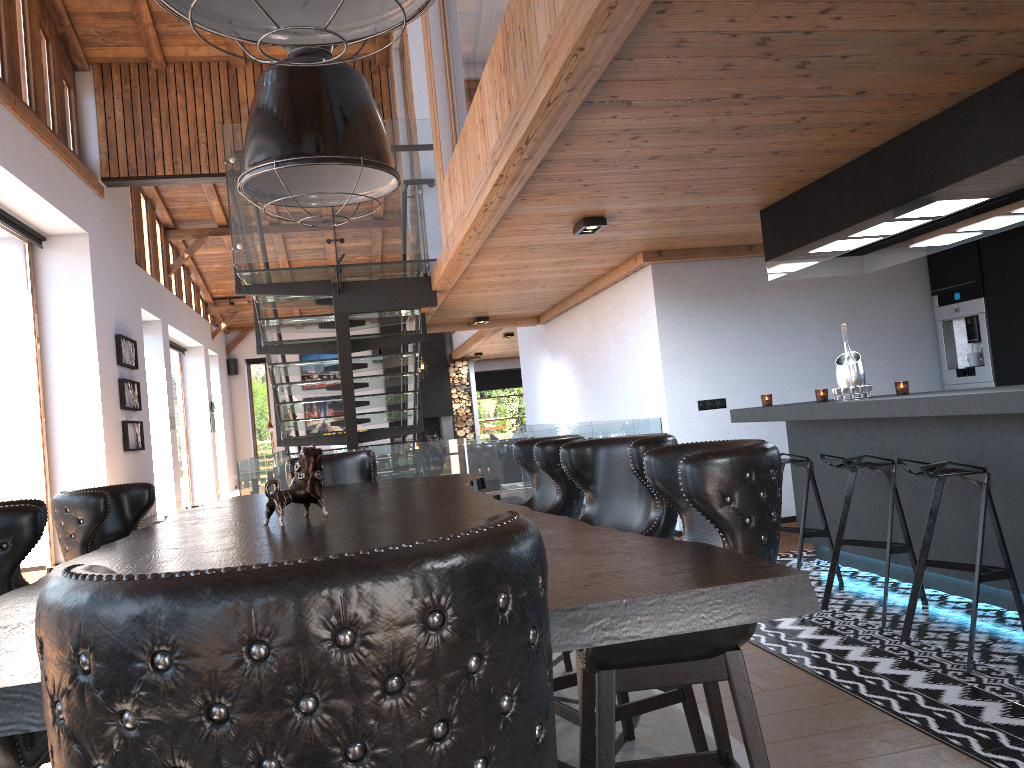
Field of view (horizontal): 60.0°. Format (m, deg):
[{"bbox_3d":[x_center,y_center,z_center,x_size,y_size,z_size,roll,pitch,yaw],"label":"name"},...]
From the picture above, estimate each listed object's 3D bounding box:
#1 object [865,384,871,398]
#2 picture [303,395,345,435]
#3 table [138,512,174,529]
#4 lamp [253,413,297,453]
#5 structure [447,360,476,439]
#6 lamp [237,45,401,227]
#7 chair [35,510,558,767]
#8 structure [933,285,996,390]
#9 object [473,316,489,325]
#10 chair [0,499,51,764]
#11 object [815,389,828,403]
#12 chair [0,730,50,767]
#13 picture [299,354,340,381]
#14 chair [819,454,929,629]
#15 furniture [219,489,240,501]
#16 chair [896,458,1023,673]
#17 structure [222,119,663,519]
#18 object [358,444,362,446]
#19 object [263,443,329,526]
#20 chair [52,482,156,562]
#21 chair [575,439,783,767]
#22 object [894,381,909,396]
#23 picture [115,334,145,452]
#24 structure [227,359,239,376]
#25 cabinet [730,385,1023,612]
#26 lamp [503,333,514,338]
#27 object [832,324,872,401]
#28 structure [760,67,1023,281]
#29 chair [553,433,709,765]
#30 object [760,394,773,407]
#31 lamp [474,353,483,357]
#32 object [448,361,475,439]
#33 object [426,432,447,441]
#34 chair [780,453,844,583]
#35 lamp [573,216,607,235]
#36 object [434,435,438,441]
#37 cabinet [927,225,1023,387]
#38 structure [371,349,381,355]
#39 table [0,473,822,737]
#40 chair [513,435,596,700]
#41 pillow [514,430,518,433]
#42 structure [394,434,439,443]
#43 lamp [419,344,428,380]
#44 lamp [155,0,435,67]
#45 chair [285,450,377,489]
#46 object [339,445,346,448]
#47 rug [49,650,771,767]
[{"bbox_3d":[2.212,0.046,5.557,0.078,0.081,0.080,-8,-4,44],"label":"object"},{"bbox_3d":[-4.158,0.690,19.700,0.884,0.816,0.035,-5,-3,-12],"label":"picture"},{"bbox_3d":[-3.904,1.758,10.261,0.687,0.470,1.248,-5,-2,-11],"label":"table"},{"bbox_3d":[-4.870,1.454,18.334,0.525,1.900,1.327,-6,-3,10],"label":"lamp"},{"bbox_3d":[-1.124,0.785,20.058,0.504,2.618,0.509,-5,-3,-11],"label":"structure"},{"bbox_3d":[-0.963,-2.962,3.575,0.614,4.687,0.628,-8,-3,34],"label":"lamp"},{"bbox_3d":[-0.176,0.703,0.956,0.507,1.092,0.565,-5,-3,-12],"label":"chair"},{"bbox_3d":[3.690,-0.289,7.150,0.256,0.946,0.594,-5,-3,-11],"label":"structure"},{"bbox_3d":[-0.360,-0.737,10.227,0.156,0.068,0.260,-5,-2,-11],"label":"object"},{"bbox_3d":[-1.352,0.887,2.645,0.574,1.092,0.498,-4,-3,-27],"label":"chair"},{"bbox_3d":[1.920,0.072,5.491,0.078,0.081,0.080,-8,-4,44],"label":"object"},{"bbox_3d":[-1.131,0.828,1.714,0.571,1.092,0.501,-5,-3,-12],"label":"chair"},{"bbox_3d":[-4.256,-0.300,19.750,0.884,0.816,0.035,-5,-3,-12],"label":"picture"},{"bbox_3d":[1.913,0.766,4.623,0.472,0.840,0.535,-5,-3,-14],"label":"chair"},{"bbox_3d":[-4.338,2.009,15.177,1.181,0.437,2.744,-5,-2,-11],"label":"furniture"},{"bbox_3d":[1.983,0.729,3.843,0.470,0.840,0.537,-5,-3,-5],"label":"chair"},{"bbox_3d":[-3.327,1.448,7.752,9.257,6.402,10.966,-5,-2,-11],"label":"structure"},{"bbox_3d":[-3.314,1.530,19.536,0.339,0.455,0.335,-6,-3,14],"label":"object"},{"bbox_3d":[-0.713,0.328,2.892,0.114,0.254,0.223,-8,-4,41],"label":"object"},{"bbox_3d":[-1.434,0.936,3.459,0.569,1.092,0.503,-6,-3,-2],"label":"chair"},{"bbox_3d":[0.398,0.700,2.092,0.569,1.092,0.503,-6,-3,-2],"label":"chair"},{"bbox_3d":[2.281,0.024,5.182,0.078,0.081,0.080,-8,-4,44],"label":"object"},{"bbox_3d":[-4.411,0.117,10.247,0.059,1.313,0.770,-5,-3,-11],"label":"picture"},{"bbox_3d":[-6.081,-0.370,19.299,0.214,0.349,0.212,-5,-3,-11],"label":"structure"},{"bbox_3d":[2.461,0.557,4.014,0.893,1.104,4.775,-5,-2,-11],"label":"cabinet"},{"bbox_3d":[-0.059,-0.860,15.664,0.156,0.068,0.260,-5,-2,-11],"label":"lamp"},{"bbox_3d":[1.998,-0.131,5.260,0.227,0.453,0.223,-5,-3,-11],"label":"object"},{"bbox_3d":[2.281,-1.029,4.279,0.714,0.476,3.233,-5,-2,-11],"label":"structure"},{"bbox_3d":[0.314,0.731,2.906,0.574,1.092,0.498,-4,-3,-27],"label":"chair"},{"bbox_3d":[1.766,0.113,6.140,0.078,0.081,0.080,-7,-3,24],"label":"object"},{"bbox_3d":[-0.736,-0.648,19.373,0.156,0.068,0.260,-5,-2,-11],"label":"lamp"},{"bbox_3d":[-1.132,0.793,20.066,0.496,2.613,0.464,-5,-3,-12],"label":"object"},{"bbox_3d":[-1.385,1.228,16.687,0.406,0.808,0.619,-6,-3,0],"label":"object"},{"bbox_3d":[1.736,0.813,5.353,0.471,0.840,0.536,-5,-3,-11],"label":"chair"},{"bbox_3d":[0.488,-1.003,5.594,0.156,0.068,0.260,-5,-2,-11],"label":"lamp"},{"bbox_3d":[-1.631,1.617,19.381,0.304,1.018,0.311,-8,-3,34],"label":"object"},{"bbox_3d":[4.412,-0.266,4.344,0.546,2.382,6.395,-5,-2,-11],"label":"cabinet"},{"bbox_3d":[-3.044,-0.647,19.944,0.214,0.349,0.212,-5,-3,-11],"label":"structure"},{"bbox_3d":[-0.558,0.911,2.932,1.436,0.950,3.776,-5,-2,-11],"label":"table"},{"bbox_3d":[0.093,0.789,3.837,0.571,1.092,0.501,-5,-3,-12],"label":"chair"},{"bbox_3d":[0.106,1.167,18.105,0.284,0.469,0.526,-5,-3,-8],"label":"pillow"},{"bbox_3d":[-2.097,1.421,19.680,0.987,0.514,0.182,-5,-3,-12],"label":"structure"},{"bbox_3d":[-1.944,-1.167,17.365,0.264,2.203,0.796,-5,-3,-20],"label":"lamp"},{"bbox_3d":[-0.678,-3.051,2.020,0.614,4.687,0.628,-8,-3,34],"label":"lamp"},{"bbox_3d":[-0.950,0.934,4.879,0.507,1.092,0.565,-5,-3,-12],"label":"chair"},{"bbox_3d":[-3.732,1.538,19.383,0.262,0.532,0.421,-3,-4,-42],"label":"object"},{"bbox_3d":[-0.512,1.376,3.237,2.564,0.047,5.601,-5,-2,-11],"label":"rug"}]
